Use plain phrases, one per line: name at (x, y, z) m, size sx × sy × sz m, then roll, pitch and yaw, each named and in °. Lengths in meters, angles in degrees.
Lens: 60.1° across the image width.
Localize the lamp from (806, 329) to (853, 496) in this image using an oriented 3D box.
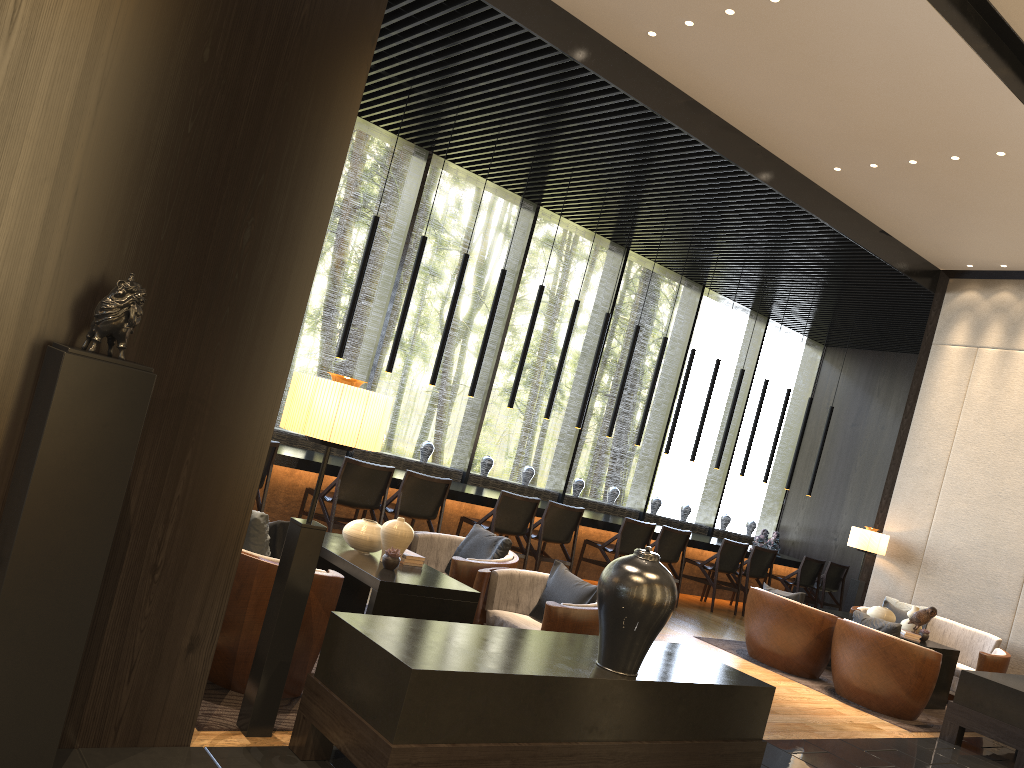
lamp at (4.367, 0.362, 12.121) m, size 0.060 × 2.419 × 0.059 m, roll 15°, pitch 0°, yaw -43°

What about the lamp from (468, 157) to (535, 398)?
lamp at (-0.088, -1.045, 8.510) m, size 0.060 × 2.419 × 0.059 m, roll 15°, pitch 0°, yaw -33°

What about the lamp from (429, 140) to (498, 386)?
lamp at (-0.434, -1.154, 8.230) m, size 0.060 × 2.419 × 0.059 m, roll 15°, pitch 0°, yaw -43°

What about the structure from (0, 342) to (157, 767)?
structure at (-1.296, 0.507, 2.468) m, size 0.242 × 1.217 × 0.238 m, roll 15°, pitch 0°, yaw -38°

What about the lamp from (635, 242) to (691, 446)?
lamp at (1.720, -0.474, 9.976) m, size 0.060 × 2.419 × 0.059 m, roll 15°, pitch 0°, yaw -43°

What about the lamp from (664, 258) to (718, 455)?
lamp at (2.099, -0.354, 10.283) m, size 0.060 × 2.419 × 0.059 m, roll 15°, pitch 0°, yaw -43°

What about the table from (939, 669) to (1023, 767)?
table at (4.029, 2.536, 6.652) m, size 1.975 × 0.513 × 0.616 m, roll 17°, pitch -3°, yaw -38°

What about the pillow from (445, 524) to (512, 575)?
pillow at (-0.196, 1.086, 5.541) m, size 0.224 × 0.362 × 0.396 m, roll 16°, pitch -2°, yaw -37°

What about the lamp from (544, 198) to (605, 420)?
lamp at (0.664, -0.808, 9.119) m, size 0.060 × 2.419 × 0.059 m, roll 15°, pitch 0°, yaw -33°

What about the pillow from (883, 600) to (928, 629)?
pillow at (3.703, 2.289, 8.387) m, size 0.221 × 0.361 × 0.468 m, roll 16°, pitch -2°, yaw -41°

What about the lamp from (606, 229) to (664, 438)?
lamp at (1.368, -0.585, 9.690) m, size 0.060 × 2.419 × 0.059 m, roll 15°, pitch 0°, yaw -43°

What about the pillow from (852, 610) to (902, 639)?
pillow at (2.762, 1.945, 6.744) m, size 0.224 × 0.362 × 0.396 m, roll 16°, pitch -2°, yaw -37°

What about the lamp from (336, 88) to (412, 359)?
lamp at (-1.179, -1.389, 7.626) m, size 0.060 × 2.419 × 0.059 m, roll 15°, pitch 0°, yaw -43°

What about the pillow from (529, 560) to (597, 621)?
pillow at (0.316, 1.183, 4.866) m, size 0.206 × 0.338 × 0.439 m, roll 15°, pitch -2°, yaw -31°

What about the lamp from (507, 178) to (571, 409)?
lamp at (0.288, -0.926, 8.815) m, size 0.060 × 2.419 × 0.059 m, roll 15°, pitch 0°, yaw -43°

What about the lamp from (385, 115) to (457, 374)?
lamp at (-0.797, -1.269, 7.935) m, size 0.060 × 2.419 × 0.059 m, roll 15°, pitch 0°, yaw -33°

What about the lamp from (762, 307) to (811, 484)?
lamp at (3.587, 0.115, 11.489) m, size 0.060 × 2.419 × 0.059 m, roll 15°, pitch 0°, yaw -43°

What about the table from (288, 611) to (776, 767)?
table at (0.191, 1.324, 3.542) m, size 1.975 × 0.513 × 0.616 m, roll 17°, pitch -3°, yaw -38°

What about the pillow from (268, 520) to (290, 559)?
pillow at (-1.133, 0.726, 3.898) m, size 0.221 × 0.361 × 0.468 m, roll 16°, pitch -2°, yaw -41°

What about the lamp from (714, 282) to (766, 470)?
lamp at (2.821, -0.126, 10.868) m, size 0.060 × 2.419 × 0.059 m, roll 15°, pitch 0°, yaw -43°

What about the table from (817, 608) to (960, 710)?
table at (3.219, 2.395, 7.763) m, size 0.580 × 0.517 × 1.035 m, roll 16°, pitch -3°, yaw -38°

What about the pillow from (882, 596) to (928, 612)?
pillow at (3.766, 2.295, 8.562) m, size 0.430 × 0.399 × 0.202 m, roll 14°, pitch -1°, yaw 31°

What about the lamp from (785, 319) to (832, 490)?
lamp at (3.974, 0.237, 11.802) m, size 0.060 × 2.419 × 0.059 m, roll 15°, pitch 0°, yaw -43°

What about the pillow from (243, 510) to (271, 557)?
pillow at (-1.185, 0.680, 3.723) m, size 0.430 × 0.399 × 0.202 m, roll 14°, pitch -1°, yaw 31°

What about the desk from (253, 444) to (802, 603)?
desk at (-6.917, -0.701, 3.149) m, size 28.951 × 0.759 × 1.769 m, roll 18°, pitch -4°, yaw -38°

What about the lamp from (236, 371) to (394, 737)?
lamp at (-0.780, 0.626, 3.257) m, size 0.373 × 1.347 × 0.376 m, roll 15°, pitch 0°, yaw 14°

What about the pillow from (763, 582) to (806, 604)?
pillow at (2.247, 1.855, 7.419) m, size 0.206 × 0.338 × 0.439 m, roll 15°, pitch -2°, yaw -31°

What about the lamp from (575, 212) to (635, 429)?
lamp at (1.009, -0.699, 9.399) m, size 0.060 × 2.419 × 0.059 m, roll 15°, pitch 0°, yaw -43°

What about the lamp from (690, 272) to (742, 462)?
lamp at (2.456, -0.242, 10.572) m, size 0.060 × 2.419 × 0.059 m, roll 15°, pitch 0°, yaw -43°

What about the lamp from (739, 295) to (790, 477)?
lamp at (3.207, -0.004, 11.181) m, size 0.060 × 2.419 × 0.059 m, roll 15°, pitch 0°, yaw -43°

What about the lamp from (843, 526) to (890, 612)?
lamp at (3.535, 2.136, 9.121) m, size 0.376 × 1.350 × 0.374 m, roll 15°, pitch 0°, yaw -8°

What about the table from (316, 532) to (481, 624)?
table at (-0.747, 1.143, 4.548) m, size 0.580 × 0.517 × 1.035 m, roll 16°, pitch -3°, yaw -38°
